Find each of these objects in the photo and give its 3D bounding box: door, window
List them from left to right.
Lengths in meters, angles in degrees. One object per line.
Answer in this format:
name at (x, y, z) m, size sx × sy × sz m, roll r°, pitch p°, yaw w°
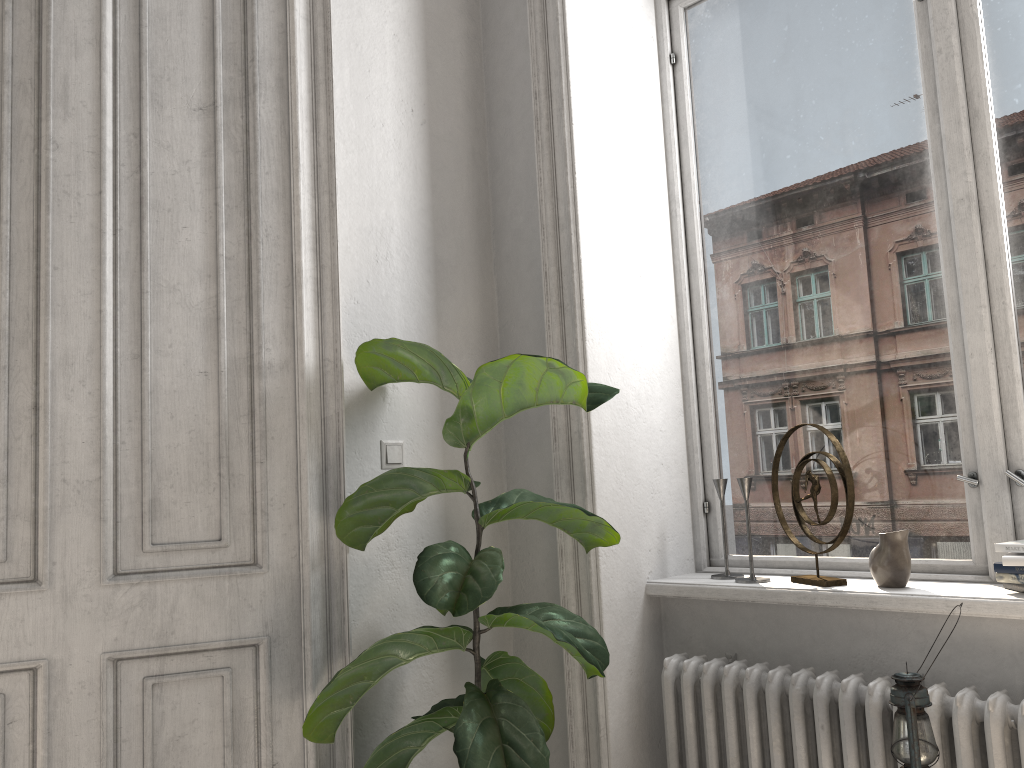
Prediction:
door at (-1.030, 0.127, 2.121) m, size 1.097 × 2.811 × 0.216 m, roll -1°, pitch -7°, yaw -19°
window at (1.160, -0.968, 2.355) m, size 0.013 × 2.840 × 1.623 m, roll 3°, pitch -9°, yaw -44°

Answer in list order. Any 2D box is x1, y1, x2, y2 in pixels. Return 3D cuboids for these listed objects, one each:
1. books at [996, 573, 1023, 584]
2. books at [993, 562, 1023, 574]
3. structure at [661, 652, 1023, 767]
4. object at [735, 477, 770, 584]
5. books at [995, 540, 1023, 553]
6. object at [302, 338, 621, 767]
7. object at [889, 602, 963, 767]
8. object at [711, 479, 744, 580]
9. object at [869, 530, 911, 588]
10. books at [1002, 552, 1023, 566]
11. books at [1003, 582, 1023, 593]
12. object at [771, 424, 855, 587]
books at (1.215, 0.428, 1.961) m, size 0.155 × 0.022 × 0.205 m, roll 0°, pitch -7°, yaw -24°
books at (1.214, 0.406, 1.961) m, size 0.147 × 0.023 × 0.221 m, roll 1°, pitch -8°, yaw -28°
structure at (2.114, -1.026, 0.781) m, size 0.340 × 4.470 × 5.185 m, roll 3°, pitch -9°, yaw -44°
object at (0.664, 0.408, 2.487) m, size 0.095 × 0.288 × 0.095 m, roll 0°, pitch -7°, yaw -22°
books at (1.233, 0.358, 1.956) m, size 0.174 × 0.019 × 0.244 m, roll 2°, pitch -8°, yaw -34°
object at (1.507, 0.256, 0.165) m, size 0.792 × 1.840 × 5.832 m, roll 2°, pitch -8°, yaw -39°
object at (0.774, 0.604, 1.661) m, size 0.163 × 0.383 × 0.154 m, roll -5°, pitch -7°, yaw 19°
object at (0.624, 0.424, 2.610) m, size 0.095 × 0.288 × 0.095 m, roll -1°, pitch -6°, yaw -13°
object at (0.945, 0.434, 2.218) m, size 0.100 × 0.142 × 0.102 m, roll -5°, pitch -7°, yaw 20°
books at (1.206, 0.384, 1.953) m, size 0.205 × 0.020 × 0.155 m, roll -8°, pitch -8°, yaw 35°
books at (1.214, 0.451, 1.965) m, size 0.147 × 0.023 × 0.221 m, roll -3°, pitch -7°, yaw 5°
object at (0.806, 0.318, 2.373) m, size 0.087 × 0.424 × 0.348 m, roll -2°, pitch -7°, yaw -12°
